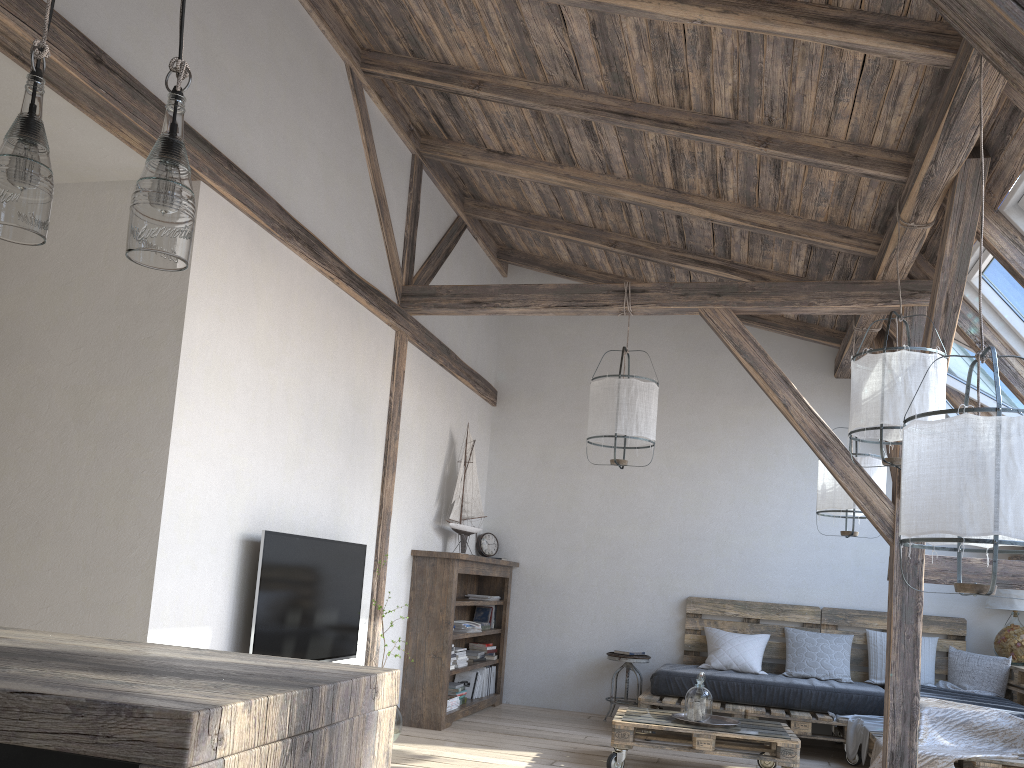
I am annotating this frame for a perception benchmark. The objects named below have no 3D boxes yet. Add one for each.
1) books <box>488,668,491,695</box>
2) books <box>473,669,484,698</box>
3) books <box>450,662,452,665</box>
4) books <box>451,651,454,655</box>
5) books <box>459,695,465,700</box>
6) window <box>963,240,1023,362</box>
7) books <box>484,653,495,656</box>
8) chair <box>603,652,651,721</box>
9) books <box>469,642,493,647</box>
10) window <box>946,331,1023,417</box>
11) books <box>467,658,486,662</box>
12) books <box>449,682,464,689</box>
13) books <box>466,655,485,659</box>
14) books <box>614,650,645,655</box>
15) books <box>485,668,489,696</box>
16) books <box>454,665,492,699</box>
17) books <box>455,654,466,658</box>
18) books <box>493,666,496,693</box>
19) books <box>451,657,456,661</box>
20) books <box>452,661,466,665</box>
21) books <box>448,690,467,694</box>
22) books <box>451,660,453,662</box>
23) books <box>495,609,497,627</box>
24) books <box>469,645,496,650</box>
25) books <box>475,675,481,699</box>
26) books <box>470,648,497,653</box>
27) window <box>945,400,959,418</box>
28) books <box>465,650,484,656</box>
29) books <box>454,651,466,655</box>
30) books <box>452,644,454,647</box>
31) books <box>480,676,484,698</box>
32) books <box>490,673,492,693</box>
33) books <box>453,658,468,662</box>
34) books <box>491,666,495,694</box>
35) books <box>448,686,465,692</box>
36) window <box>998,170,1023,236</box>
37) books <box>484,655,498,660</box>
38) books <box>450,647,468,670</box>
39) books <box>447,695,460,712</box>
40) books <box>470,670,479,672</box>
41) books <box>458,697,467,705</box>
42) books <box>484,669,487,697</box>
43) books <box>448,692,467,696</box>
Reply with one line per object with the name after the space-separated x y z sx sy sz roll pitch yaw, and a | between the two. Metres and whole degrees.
-0.254 2.386 7.081 0.157 0.216 0.017 2 -6 15 | books
-0.311 2.340 6.881 0.157 0.209 0.092 2 -7 15 | books
-0.522 1.933 6.084 0.157 0.021 0.223 1 -13 15 | books
-0.502 1.858 6.092 0.157 0.021 0.223 2 -13 10 | books
-0.443 2.290 6.452 0.157 0.021 0.229 2 -13 11 | books
2.737 -0.098 4.136 1.095 1.257 0.871 2 -8 15 | window
-0.244 2.186 7.145 0.204 0.021 0.153 4 -12 4 | books
0.896 2.369 6.876 0.353 0.512 0.360 2 -8 19 | chair
-0.254 2.123 7.177 0.142 0.019 0.206 1 -13 15 | books
3.011 0.118 5.009 1.348 1.257 0.871 2 -8 15 | window
-0.318 2.156 6.896 0.152 0.023 0.232 -1 -14 23 | books
-0.445 2.215 6.477 0.132 0.021 0.203 1 -13 14 | books
-0.316 2.135 6.906 0.159 0.022 0.216 1 -13 15 | books
0.919 2.100 6.881 0.150 0.021 0.207 -7 -17 43 | books
-0.270 2.377 7.044 0.157 0.216 0.022 2 -6 15 | books
-0.312 2.342 6.962 0.201 0.244 0.419 2 -11 15 | books
-0.426 1.969 6.393 0.139 0.018 0.188 1 -13 15 | books
-0.215 2.422 7.230 0.157 0.217 0.036 2 -6 15 | books
-0.502 1.895 6.077 0.157 0.017 0.224 0 -13 20 | books
-0.438 2.011 6.379 0.157 0.017 0.224 1 -13 15 | books
-0.451 2.255 6.468 0.173 0.013 0.234 0 -13 18 | books
-0.515 1.915 6.090 0.157 0.017 0.224 1 -13 15 | books
-0.198 1.935 7.333 0.139 0.182 0.020 2 -6 15 | books
-0.240 2.140 7.153 0.157 0.021 0.223 0 -13 19 | books
-0.322 2.349 6.846 0.139 0.172 0.096 2 -8 15 | books
-0.234 2.166 7.157 0.161 0.026 0.207 -1 -14 23 | books
3.196 0.333 5.905 1.095 1.257 0.871 2 -8 15 | window
-0.314 2.114 6.910 0.151 0.023 0.232 2 -13 11 | books
-0.450 1.953 6.410 0.157 0.017 0.224 0 -13 20 | books
-0.495 1.809 6.089 0.139 0.018 0.188 1 -13 15 | books
-0.300 2.362 6.911 0.139 0.180 0.066 2 -7 15 | books
-0.235 2.422 7.160 0.139 0.182 0.019 2 -6 15 | books
-0.431 1.999 6.398 0.157 0.017 0.224 0 -13 20 | books
-0.224 2.416 7.203 0.157 0.216 0.022 2 -6 15 | books
-0.451 2.236 6.469 0.174 0.025 0.225 2 -13 10 | books
2.507 -0.314 3.251 1.095 1.257 0.871 2 -8 15 | window
-0.238 2.213 7.148 0.218 0.030 0.165 3 -12 8 | books
-0.484 1.932 6.248 0.206 0.149 0.560 2 -12 15 | books
-0.518 2.216 6.122 0.237 0.086 0.323 1 -12 15 | books
-0.356 2.331 6.845 0.157 0.203 0.109 2 -8 15 | books
-0.447 2.318 6.448 0.173 0.038 0.228 1 -13 15 | books
-0.282 2.360 6.974 0.157 0.216 0.017 2 -6 15 | books
-0.442 2.270 6.454 0.157 0.021 0.229 1 -13 15 | books
